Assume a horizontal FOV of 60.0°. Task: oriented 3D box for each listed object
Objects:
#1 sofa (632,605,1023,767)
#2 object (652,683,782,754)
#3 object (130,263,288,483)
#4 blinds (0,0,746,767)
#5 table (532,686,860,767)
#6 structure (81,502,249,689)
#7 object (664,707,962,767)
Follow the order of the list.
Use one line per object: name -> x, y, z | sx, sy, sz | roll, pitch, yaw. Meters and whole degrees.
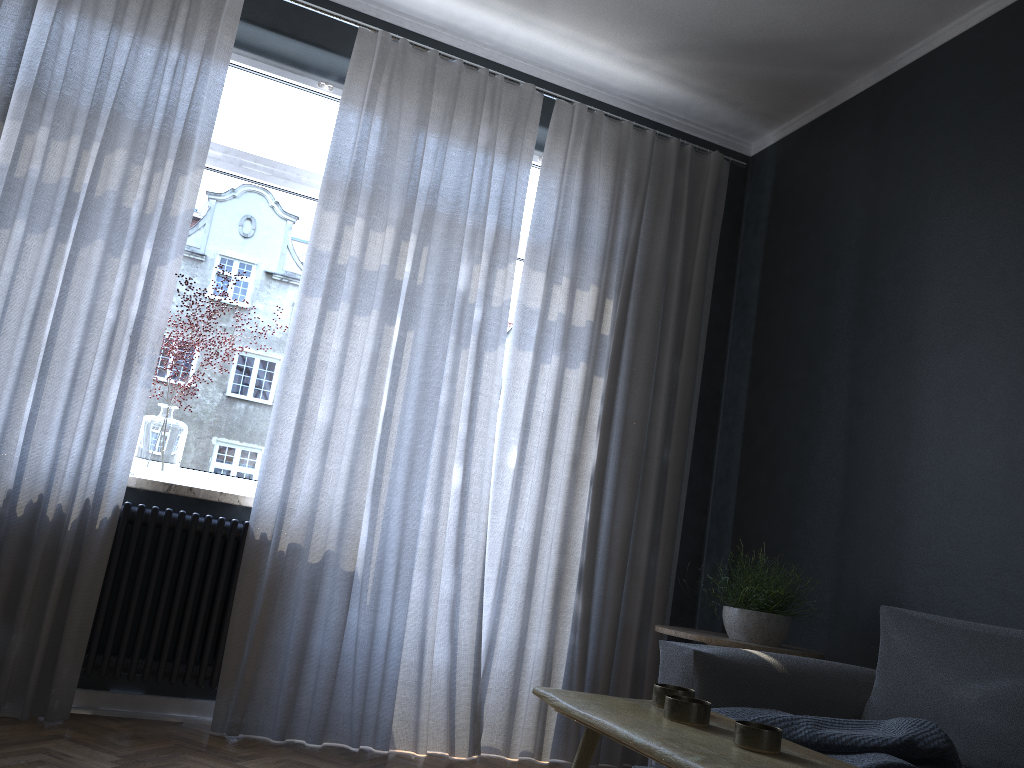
sofa -> 1.220, 0.911, 1.780 | 0.971, 0.796, 2.344 | 13, -12, -20
object -> 0.290, 0.509, 1.372 | 0.103, 0.033, 0.369 | 11, -12, -10
object -> -1.231, -0.031, 3.360 | 0.599, 0.807, 0.516 | -1, -15, 43
blinds -> -0.945, -0.139, 3.392 | 3.997, 2.781, 0.313 | 13, -11, -20
table -> 0.270, 0.767, 1.185 | 0.340, 0.548, 0.789 | 13, -12, -20
structure -> -1.752, 0.642, 3.036 | 1.848, 0.599, 0.216 | 13, -11, -20
object -> 0.721, 0.941, 2.201 | 0.490, 0.328, 0.668 | 12, -12, -15
